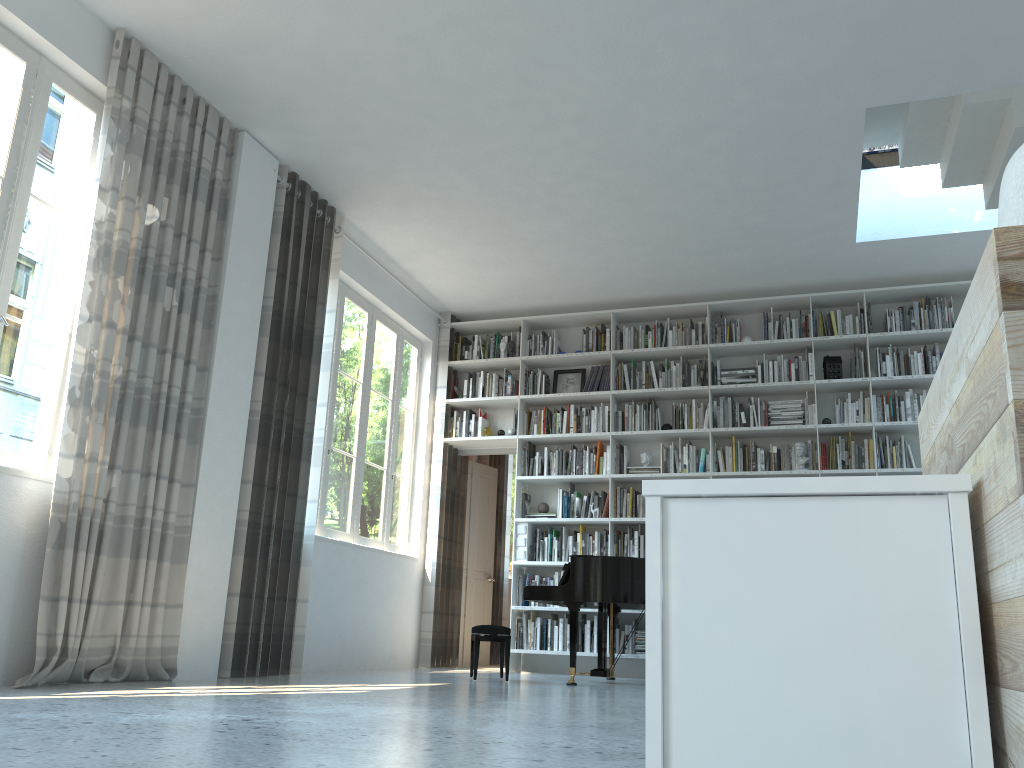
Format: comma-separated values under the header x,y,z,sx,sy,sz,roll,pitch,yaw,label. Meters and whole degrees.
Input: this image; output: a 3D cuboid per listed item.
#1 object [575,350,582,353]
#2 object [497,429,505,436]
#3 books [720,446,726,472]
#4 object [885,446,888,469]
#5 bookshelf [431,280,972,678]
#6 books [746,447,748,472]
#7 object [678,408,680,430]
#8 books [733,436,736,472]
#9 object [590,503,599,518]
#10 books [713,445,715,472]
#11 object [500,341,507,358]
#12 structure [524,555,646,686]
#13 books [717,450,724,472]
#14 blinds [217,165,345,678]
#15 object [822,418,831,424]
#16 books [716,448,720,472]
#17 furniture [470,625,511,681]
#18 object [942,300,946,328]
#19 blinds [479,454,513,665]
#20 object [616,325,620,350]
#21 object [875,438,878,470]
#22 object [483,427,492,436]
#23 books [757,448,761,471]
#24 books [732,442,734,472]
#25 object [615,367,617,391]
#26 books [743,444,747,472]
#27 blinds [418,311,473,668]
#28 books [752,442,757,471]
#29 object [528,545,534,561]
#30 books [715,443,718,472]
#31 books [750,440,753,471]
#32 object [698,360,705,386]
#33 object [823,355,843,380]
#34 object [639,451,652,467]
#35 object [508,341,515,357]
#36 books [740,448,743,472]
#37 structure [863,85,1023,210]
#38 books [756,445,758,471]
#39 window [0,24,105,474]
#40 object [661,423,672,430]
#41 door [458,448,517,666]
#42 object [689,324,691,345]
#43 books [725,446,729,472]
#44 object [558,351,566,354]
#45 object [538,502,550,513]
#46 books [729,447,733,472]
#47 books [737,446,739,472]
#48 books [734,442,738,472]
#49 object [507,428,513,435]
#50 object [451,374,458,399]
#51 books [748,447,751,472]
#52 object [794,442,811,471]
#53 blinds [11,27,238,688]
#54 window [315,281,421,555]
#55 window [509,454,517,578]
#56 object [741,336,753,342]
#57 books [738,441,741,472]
x,y,z,sx,sy,sz,roll,pitch,yaw,label
0.609,-0.265,8.082,0.082,0.083,0.083,3,-16,-3,object
-0.099,0.454,8.147,0.071,0.072,0.072,3,-16,-3,object
1.778,0.659,7.437,0.042,0.241,0.162,-3,-16,19,books
2.964,0.608,7.028,0.013,0.207,0.140,-3,-16,19,object
2.263,0.816,7.151,6.298,3.132,0.331,-3,-16,19,bookshelf
1.959,0.654,7.368,0.012,0.227,0.170,-3,-16,19,books
1.447,0.334,7.660,0.010,0.225,0.143,-3,-16,19,object
1.859,0.610,7.391,0.014,0.316,0.188,-3,-16,19,books
0.699,1.075,7.526,0.081,0.139,0.044,1,-15,3,object
1.711,0.658,7.466,0.012,0.253,0.161,-3,-16,19,books
-0.082,-0.302,8.216,0.068,0.197,0.067,10,-17,-27,object
1.191,1.661,6.125,1.919,0.830,1.338,-3,-17,19,structure
1.756,0.673,7.427,0.053,0.208,0.156,-3,-16,19,books
-1.476,0.210,5.785,0.140,3.221,0.778,-3,-16,19,blinds
2.538,0.310,7.153,0.071,0.072,0.072,8,-17,-21,object
1.734,0.668,7.464,0.011,0.234,0.142,-3,-16,19,books
-0.151,1.811,5.999,0.240,0.352,0.468,4,-16,-5,furniture
3.490,-0.520,7.169,0.006,0.297,0.130,-3,-16,19,object
-0.196,1.288,9.400,0.140,3.221,0.778,-3,-16,19,blinds
0.961,-0.371,8.029,0.012,0.284,0.160,-3,-16,19,object
2.902,0.580,7.076,0.013,0.282,0.135,-3,-16,19,object
-0.224,0.439,8.142,0.087,0.087,0.087,8,-17,-21,object
2.049,0.654,7.336,0.024,0.216,0.175,-3,-16,19,books
1.861,0.638,7.430,0.010,0.283,0.137,-3,-16,19,books
0.946,-0.004,7.928,0.012,0.253,0.161,-3,-16,19,object
1.947,0.645,7.397,0.028,0.258,0.135,-3,-16,19,books
-0.576,0.968,8.327,0.140,3.221,0.778,-3,-16,19,blinds
2.010,0.628,7.341,0.028,0.267,0.190,-3,-16,19,books
0.165,1.460,7.628,0.045,0.146,0.045,12,-18,-31,object
1.725,0.647,7.475,0.010,0.281,0.140,-3,-16,19,books
1.996,0.625,7.363,0.013,0.283,0.177,-3,-16,19,books
1.617,-0.083,7.552,0.075,0.254,0.075,3,-15,-2,object
2.632,-0.119,7.274,0.135,0.247,0.136,0,-16,9,object
1.154,0.653,7.661,0.095,0.156,0.121,-8,-18,32,object
-0.005,-0.306,8.190,0.068,0.197,0.067,10,-17,-27,object
1.920,0.660,7.396,0.024,0.228,0.148,-3,-16,19,books
3.485,-0.201,5.087,2.614,3.371,1.960,-3,-16,19,structure
2.037,0.642,7.358,0.011,0.251,0.131,-3,-16,19,books
-14.041,-4.453,19.031,32.814,18.480,18.584,-4,-17,22,window
1.334,0.389,7.629,0.097,0.098,0.097,8,-17,-21,object
-0.142,1.669,8.439,0.834,1.974,0.788,-3,-16,19,door
1.579,-0.388,7.811,0.010,0.246,0.157,-3,-16,19,object
1.813,0.656,7.435,0.026,0.247,0.139,-3,-16,19,books
0.460,-0.257,8.133,0.082,0.083,0.083,3,-16,-3,object
0.278,1.099,7.823,0.105,0.106,0.105,3,-16,-3,object
1.837,0.657,7.419,0.029,0.239,0.156,-3,-16,19,books
1.893,0.652,7.402,0.010,0.244,0.150,-3,-16,19,books
1.871,0.633,7.379,0.015,0.266,0.189,-3,-16,19,books
-0.005,0.442,8.095,0.071,0.072,0.072,3,-16,-3,object
-0.549,0.056,8.425,0.035,0.294,0.177,-3,-16,19,object
1.979,0.651,7.370,0.025,0.235,0.137,-3,-16,19,books
2.321,0.589,7.112,0.137,0.243,0.138,6,-16,-15,object
-1.900,-0.170,4.577,0.183,3.251,1.029,-3,-16,18,blinds
-1.189,0.303,7.146,0.073,2.002,1.989,-3,-16,19,window
0.090,1.380,10.757,0.073,2.002,1.989,-3,-16,19,window
2.013,-0.358,7.598,0.105,0.105,0.105,3,-16,-3,object
1.898,0.629,7.387,0.010,0.280,0.171,-3,-16,19,books
